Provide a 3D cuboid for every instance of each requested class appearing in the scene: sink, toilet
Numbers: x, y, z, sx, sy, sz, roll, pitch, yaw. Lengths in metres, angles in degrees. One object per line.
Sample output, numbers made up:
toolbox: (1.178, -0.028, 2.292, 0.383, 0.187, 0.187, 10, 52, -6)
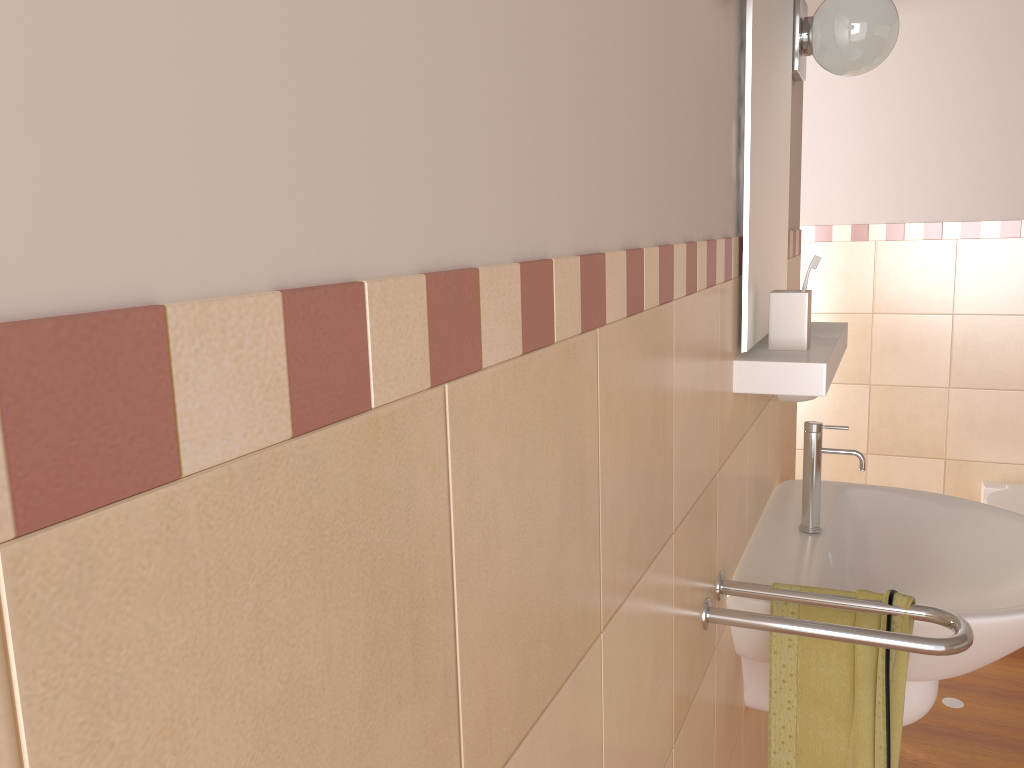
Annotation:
sink: (0.696, 0.329, 1.549, 0.539, 0.516, 0.683, 3, 11, 23)
toilet: (1.771, 0.586, 2.952, 0.375, 0.400, 0.534, 3, 11, 23)

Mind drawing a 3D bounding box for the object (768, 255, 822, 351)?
object: (0.456, -0.132, 1.430, 0.073, 0.149, 0.063, 3, 11, 23)

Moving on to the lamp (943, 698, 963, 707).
lamp: (0.658, 1.203, 1.217, 2.893, 0.001, 3.173, 3, 11, 23)

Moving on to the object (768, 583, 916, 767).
object: (0.465, 0.429, 1.265, 0.181, 0.306, 0.085, 6, 13, 39)

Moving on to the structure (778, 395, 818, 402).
structure: (0.617, 0.022, 1.890, 0.092, 0.029, 0.117, 3, 11, 23)

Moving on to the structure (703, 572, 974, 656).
structure: (0.434, 0.313, 1.193, 0.333, 0.042, 0.142, 3, 11, 23)

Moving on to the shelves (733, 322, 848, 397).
shelves: (0.502, -0.055, 1.563, 0.138, 0.050, 0.554, 3, 11, 23)

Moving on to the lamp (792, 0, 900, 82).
lamp: (0.680, -0.719, 1.815, 0.209, 0.173, 0.173, 3, 11, 23)

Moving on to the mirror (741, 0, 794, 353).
mirror: (0.442, -0.483, 1.509, 0.008, 0.799, 0.502, 3, 11, 23)
